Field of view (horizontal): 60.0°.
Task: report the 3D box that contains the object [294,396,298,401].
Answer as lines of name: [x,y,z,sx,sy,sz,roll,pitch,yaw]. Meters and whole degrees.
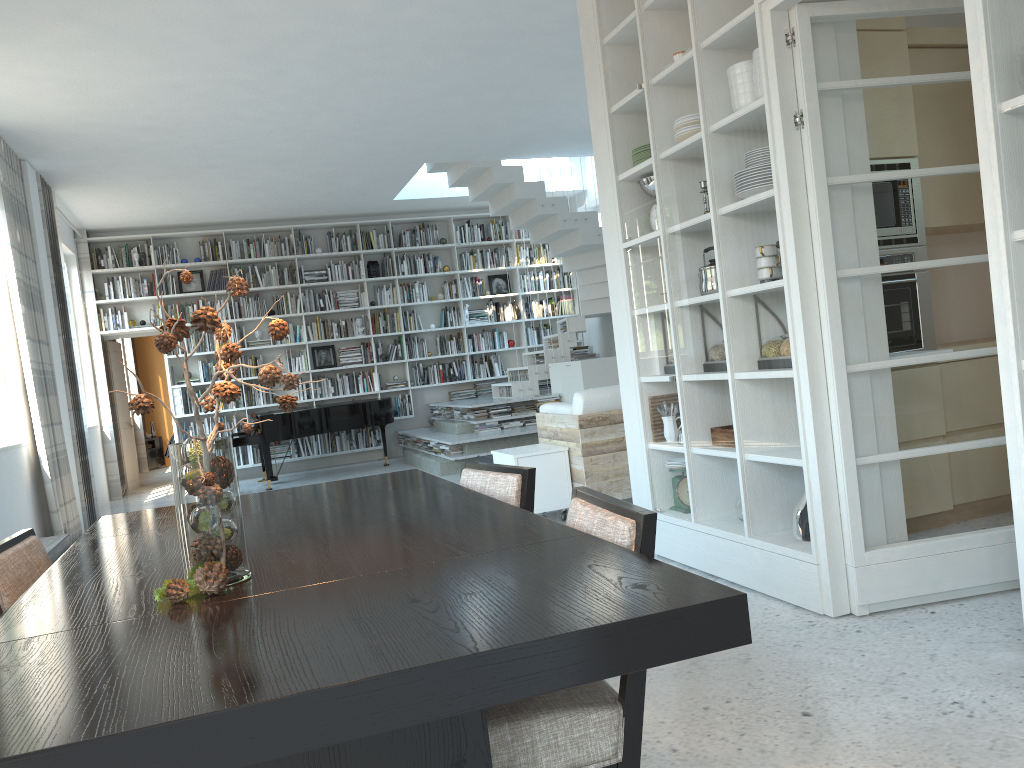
object: [-2.779,0.186,11.395,0.061,0.062,0.061,-6,2,31]

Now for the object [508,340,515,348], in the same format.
object: [-0.017,-0.557,12.319,0.115,0.116,0.115,-8,2,-40]

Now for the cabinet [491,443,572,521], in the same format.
cabinet: [0.138,0.679,5.965,0.380,0.487,0.502,-7,2,-18]

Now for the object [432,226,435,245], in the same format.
object: [-1.079,-1.998,12.009,0.006,0.298,0.129,-7,2,-18]

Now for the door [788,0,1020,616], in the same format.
door: [1.550,-0.301,3.295,0.839,2.229,0.067,-7,2,-8]

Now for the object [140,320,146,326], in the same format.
object: [-4.522,-0.747,10.866,0.071,0.072,0.071,-8,2,-40]

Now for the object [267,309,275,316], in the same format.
object: [-3.074,-0.905,11.313,0.097,0.098,0.097,-6,2,31]

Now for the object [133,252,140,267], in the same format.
object: [-4.541,-1.495,10.725,0.067,0.198,0.067,-6,2,24]

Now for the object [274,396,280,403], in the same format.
object: [-3.006,0.198,11.366,0.091,0.092,0.091,-8,2,-40]

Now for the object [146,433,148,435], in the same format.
object: [-6.147,0.859,14.835,0.106,0.103,0.106,-7,2,-11]

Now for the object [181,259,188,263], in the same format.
object: [-4.063,-1.513,10.998,0.082,0.083,0.082,-8,2,-40]

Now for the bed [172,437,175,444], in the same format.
bed: [-4.595,0.679,14.384,1.769,1.181,2.174,-7,2,-18]

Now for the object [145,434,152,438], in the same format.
object: [-6.050,0.872,14.746,0.118,0.061,0.118,-7,2,-11]

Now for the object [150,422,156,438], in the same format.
object: [-6.020,0.761,14.859,0.091,0.268,0.091,-6,2,28]

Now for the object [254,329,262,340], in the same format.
object: [-3.239,-0.630,11.301,0.095,0.157,0.121,-7,2,-4]

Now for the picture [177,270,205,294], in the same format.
picture: [-4.014,-1.268,11.101,0.300,0.300,0.077,-7,2,-18]

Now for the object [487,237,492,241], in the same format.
object: [-0.309,-1.978,12.156,0.071,0.072,0.071,-6,2,31]

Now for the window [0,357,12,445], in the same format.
window: [-22.135,-5.866,9.427,32.791,18.548,18.530,-7,2,-14]

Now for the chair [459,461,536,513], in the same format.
chair: [-0.240,0.667,2.604,0.569,0.783,0.480,-8,2,-28]

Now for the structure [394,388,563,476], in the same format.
structure: [0.144,0.478,10.908,2.898,0.659,3.113,-7,2,-18]

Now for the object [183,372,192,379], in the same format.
object: [-4.035,-0.107,11.020,0.105,0.106,0.105,-8,2,-40]

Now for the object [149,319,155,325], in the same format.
object: [-4.416,-0.760,10.879,0.071,0.072,0.071,-8,2,-40]

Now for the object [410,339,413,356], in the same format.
object: [-1.363,-0.465,11.929,0.007,0.266,0.135,-7,2,-18]

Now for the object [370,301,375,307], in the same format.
object: [-1.831,-1.052,11.652,0.071,0.072,0.071,-6,2,31]

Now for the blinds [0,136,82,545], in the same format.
blinds: [-3.733,-0.290,6.936,0.183,3.263,1.026,-7,2,-19]

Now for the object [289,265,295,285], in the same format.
object: [-2.797,-1.386,11.297,0.075,0.255,0.075,-8,3,-39]

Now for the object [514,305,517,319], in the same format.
object: [0.034,-0.984,12.359,0.022,0.212,0.179,-7,2,-18]

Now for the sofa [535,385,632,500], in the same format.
sofa: [1.347,0.342,6.338,2.193,0.854,0.871,-7,2,-18]

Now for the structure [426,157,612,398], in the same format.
structure: [0.194,-1.225,10.524,2.612,3.383,1.954,-7,2,-18]

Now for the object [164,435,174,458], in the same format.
object: [-4.810,0.817,14.261,1.480,0.541,1.450,-7,2,-19]

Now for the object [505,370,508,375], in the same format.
object: [-0.077,-0.160,12.323,0.071,0.072,0.071,-6,2,31]

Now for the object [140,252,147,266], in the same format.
object: [-4.464,-1.505,10.750,0.067,0.198,0.067,-6,2,24]

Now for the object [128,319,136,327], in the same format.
object: [-4.618,-0.742,10.784,0.087,0.088,0.087,-6,2,31]

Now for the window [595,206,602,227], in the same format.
window: [1.381,-1.825,11.690,0.042,1.227,1.117,-7,2,-18]

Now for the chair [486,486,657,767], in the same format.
chair: [-0.012,0.660,1.807,0.570,0.783,0.480,-7,2,-13]

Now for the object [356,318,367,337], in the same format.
object: [-1.981,-0.741,11.566,0.138,0.244,0.137,-5,3,37]

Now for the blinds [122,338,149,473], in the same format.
blinds: [-6.249,-0.171,14.630,0.140,3.232,0.776,-7,2,-18]

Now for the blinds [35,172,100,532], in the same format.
blinds: [-4.149,-0.254,8.201,0.140,3.232,0.776,-7,2,-18]

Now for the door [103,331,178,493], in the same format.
door: [-4.753,0.369,11.387,0.833,1.982,0.786,-7,2,-18]

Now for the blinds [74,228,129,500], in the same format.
blinds: [-5.016,-0.220,10.855,0.140,3.232,0.776,-7,2,-18]

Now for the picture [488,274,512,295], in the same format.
picture: [-0.170,-1.376,12.357,0.300,0.300,0.077,-7,2,-18]

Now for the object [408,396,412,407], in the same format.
object: [-1.355,0.284,11.828,0.011,0.260,0.142,-7,2,-18]

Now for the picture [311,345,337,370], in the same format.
picture: [-2.458,-0.349,11.609,0.300,0.300,0.077,-7,2,-18]

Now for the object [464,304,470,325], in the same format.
object: [-0.613,-0.934,11.982,0.087,0.288,0.075,-6,2,17]

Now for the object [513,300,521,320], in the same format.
object: [0.071,-1.021,12.226,0.087,0.288,0.075,-6,2,17]

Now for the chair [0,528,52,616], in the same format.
chair: [-1.005,0.763,2.354,0.570,0.783,0.480,-7,2,-13]

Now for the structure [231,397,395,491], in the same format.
structure: [-2.278,0.681,10.437,1.917,0.833,1.334,-7,2,-18]

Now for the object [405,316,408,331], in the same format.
object: [-1.423,-0.799,11.892,0.013,0.208,0.140,-7,2,-18]

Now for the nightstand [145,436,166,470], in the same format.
nightstand: [-6.150,1.174,14.794,0.650,0.518,0.430,-7,2,-15]

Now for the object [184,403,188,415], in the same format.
object: [-4.009,0.303,10.903,0.045,0.146,0.045,-6,2,20]

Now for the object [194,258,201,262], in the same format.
object: [-3.914,-1.532,11.047,0.082,0.083,0.082,-8,2,-40]

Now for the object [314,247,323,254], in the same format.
object: [-2.509,-1.719,11.494,0.104,0.106,0.104,-8,2,-40]

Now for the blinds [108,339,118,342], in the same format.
blinds: [-5.382,-0.205,11.976,0.140,3.232,0.776,-7,2,-18]

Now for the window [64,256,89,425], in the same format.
window: [-4.762,-0.510,9.421,0.073,2.010,1.983,-7,2,-18]

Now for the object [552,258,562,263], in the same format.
object: [0.654,-1.762,12.430,0.203,0.137,0.095,-7,2,-2]

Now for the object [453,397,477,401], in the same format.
object: [-0.675,0.209,12.130,0.345,0.007,0.193,-7,2,-23]

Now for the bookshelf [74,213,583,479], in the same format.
bookshelf: [-2.053,-0.521,11.622,6.294,3.144,0.330,-7,2,-18]

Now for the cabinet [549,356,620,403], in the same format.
cabinet: [0.858,0.056,10.161,0.551,0.668,0.993,-7,2,-18]
